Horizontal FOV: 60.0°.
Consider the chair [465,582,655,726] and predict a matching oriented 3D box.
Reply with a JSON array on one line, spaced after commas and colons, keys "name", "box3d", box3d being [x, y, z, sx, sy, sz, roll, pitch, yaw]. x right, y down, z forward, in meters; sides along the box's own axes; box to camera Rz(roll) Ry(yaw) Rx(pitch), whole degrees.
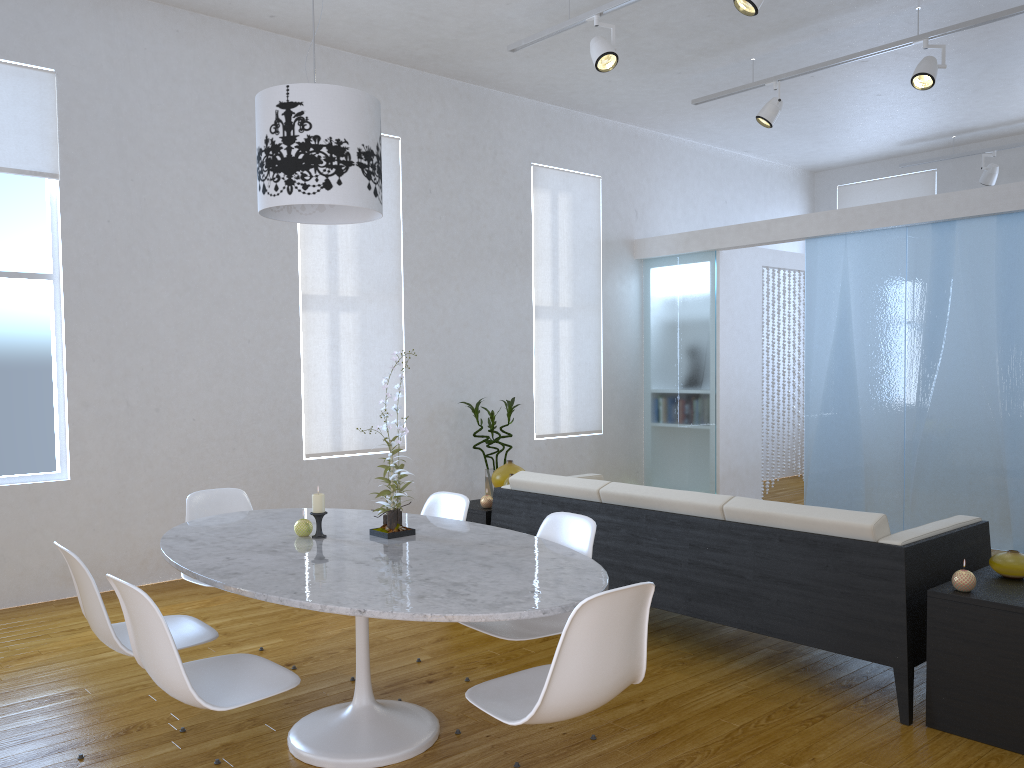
[{"name": "chair", "box3d": [0.124, 0.627, 2.153, 0.405, 0.352, 0.419, -2, 2, -39]}]

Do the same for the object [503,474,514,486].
[{"name": "object", "box3d": [-0.001, 0.567, 4.808, 0.095, 0.160, 0.095, -1, 2, 0]}]

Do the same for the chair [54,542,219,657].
[{"name": "chair", "box3d": [-1.136, 0.632, 2.679, 0.419, 0.352, 0.405, -2, 2, -39]}]

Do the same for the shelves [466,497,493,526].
[{"name": "shelves", "box3d": [0.026, 0.870, 4.938, 0.729, 0.452, 0.349, -2, 3, -41]}]

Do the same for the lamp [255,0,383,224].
[{"name": "lamp", "box3d": [-0.634, -1.323, 2.866, 0.399, 1.540, 0.399, 0, 3, 15]}]

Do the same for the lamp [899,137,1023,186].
[{"name": "lamp", "box3d": [4.738, -1.991, 7.273, 0.197, 0.487, 3.117, -3, 3, -43]}]

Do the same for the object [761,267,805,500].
[{"name": "object", "box3d": [2.466, -0.009, 7.885, 0.922, 2.019, 0.051, -3, 4, -42]}]

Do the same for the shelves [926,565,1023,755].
[{"name": "shelves", "box3d": [1.740, 0.888, 3.001, 0.729, 0.452, 0.349, -2, 3, -41]}]

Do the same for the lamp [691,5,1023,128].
[{"name": "lamp", "box3d": [2.317, -1.920, 5.136, 0.205, 0.487, 3.116, -3, 3, -44]}]

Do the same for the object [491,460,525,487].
[{"name": "object", "box3d": [-0.012, 0.537, 4.976, 0.207, 0.216, 0.206, -1, 2, 0]}]

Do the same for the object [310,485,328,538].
[{"name": "object", "box3d": [-0.655, 0.431, 3.003, 0.059, 0.177, 0.059, 1, 3, 34]}]

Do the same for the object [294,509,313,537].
[{"name": "object", "box3d": [-0.714, 0.474, 3.032, 0.062, 0.092, 0.063, 0, 2, 6]}]

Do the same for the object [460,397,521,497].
[{"name": "object", "box3d": [-0.167, 0.584, 6.310, 0.380, 0.982, 0.483, 0, 3, 21]}]

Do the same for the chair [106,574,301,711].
[{"name": "chair", "box3d": [-0.792, 0.636, 2.272, 0.419, 0.352, 0.405, -2, 3, -43]}]

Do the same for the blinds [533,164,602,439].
[{"name": "blinds", "box3d": [0.454, -0.639, 7.093, 0.761, 2.115, 0.007, -3, 4, -41]}]

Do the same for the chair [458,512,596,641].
[{"name": "chair", "box3d": [0.051, 0.615, 2.852, 0.419, 0.352, 0.405, -2, 2, -38]}]

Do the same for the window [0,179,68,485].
[{"name": "window", "box3d": [-2.682, -0.552, 4.434, 0.774, 2.132, 0.073, -3, 4, -41]}]

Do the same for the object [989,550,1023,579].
[{"name": "object", "box3d": [1.716, 0.616, 3.035, 0.146, 0.090, 0.146, -1, 2, 0]}]

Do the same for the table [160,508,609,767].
[{"name": "table", "box3d": [-0.483, 0.832, 2.863, 1.070, 0.623, 1.909, -2, 2, -42]}]

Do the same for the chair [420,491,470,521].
[{"name": "chair", "box3d": [-0.383, 0.610, 3.375, 0.419, 0.352, 0.405, -2, 3, -42]}]

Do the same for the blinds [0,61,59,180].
[{"name": "blinds", "box3d": [-2.638, -1.326, 4.334, 0.761, 0.557, 0.007, -2, 3, -41]}]

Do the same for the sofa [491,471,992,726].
[{"name": "sofa", "box3d": [1.402, 0.761, 4.426, 9.716, 0.680, 5.334, -2, 2, -41]}]

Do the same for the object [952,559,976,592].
[{"name": "object", "box3d": [1.461, 0.616, 2.865, 0.071, 0.104, 0.071, -1, 2, -14]}]

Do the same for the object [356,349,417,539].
[{"name": "object", "box3d": [-0.427, 0.203, 3.009, 0.202, 0.639, 0.166, -1, 3, -13]}]

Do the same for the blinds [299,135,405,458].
[{"name": "blinds", "box3d": [-1.033, -0.596, 5.781, 0.761, 2.114, 0.007, -3, 4, -41]}]

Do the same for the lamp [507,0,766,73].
[{"name": "lamp", "box3d": [1.026, -1.883, 4.042, 0.222, 0.487, 3.116, -3, 2, -41]}]

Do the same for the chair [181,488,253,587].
[{"name": "chair", "box3d": [-1.108, 0.615, 3.546, 0.405, 0.352, 0.419, -2, 2, -39]}]

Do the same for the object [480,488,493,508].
[{"name": "object", "box3d": [-0.132, 0.600, 4.665, 0.071, 0.104, 0.071, -1, 2, -14]}]
